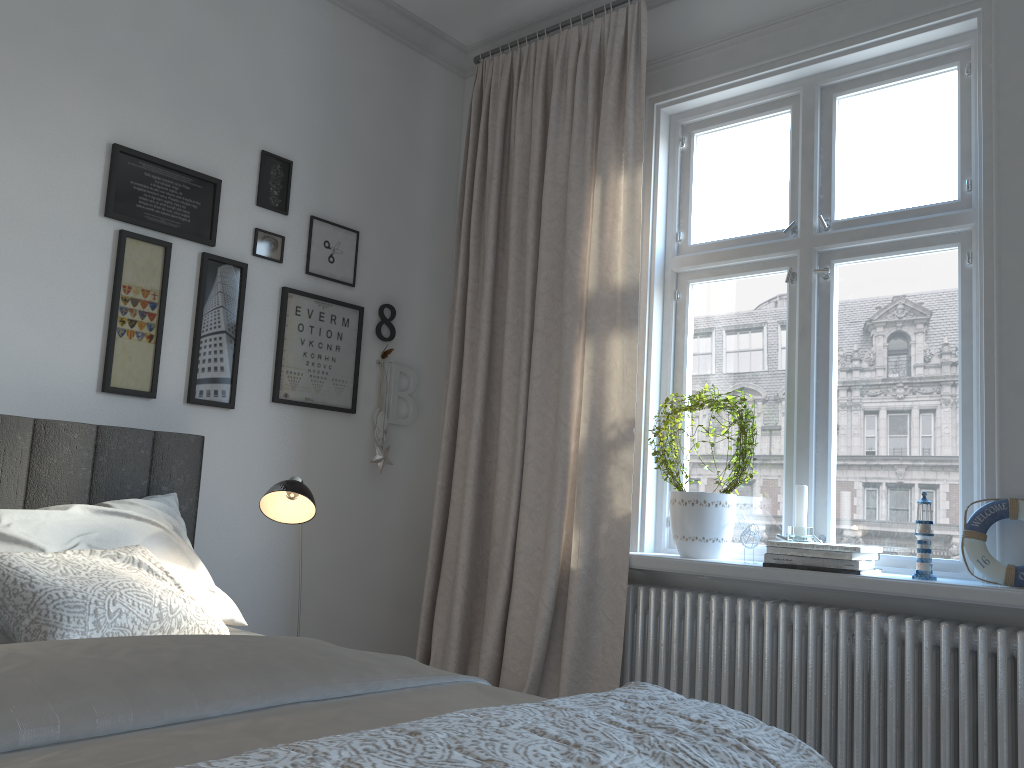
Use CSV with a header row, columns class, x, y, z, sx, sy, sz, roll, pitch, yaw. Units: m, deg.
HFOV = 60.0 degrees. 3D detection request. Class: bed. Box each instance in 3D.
class,x,y,z,sx,sy,sz,roll,pitch,yaw
bed,-0.775,0.515,1.419,2.177,1.044,1.891,-3,-10,41

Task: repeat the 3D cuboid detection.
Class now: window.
class,x,y,z,sx,sy,sz,roll,pitch,yaw
window,-0.434,-0.034,6.242,7.982,6.994,11.987,-3,-10,41

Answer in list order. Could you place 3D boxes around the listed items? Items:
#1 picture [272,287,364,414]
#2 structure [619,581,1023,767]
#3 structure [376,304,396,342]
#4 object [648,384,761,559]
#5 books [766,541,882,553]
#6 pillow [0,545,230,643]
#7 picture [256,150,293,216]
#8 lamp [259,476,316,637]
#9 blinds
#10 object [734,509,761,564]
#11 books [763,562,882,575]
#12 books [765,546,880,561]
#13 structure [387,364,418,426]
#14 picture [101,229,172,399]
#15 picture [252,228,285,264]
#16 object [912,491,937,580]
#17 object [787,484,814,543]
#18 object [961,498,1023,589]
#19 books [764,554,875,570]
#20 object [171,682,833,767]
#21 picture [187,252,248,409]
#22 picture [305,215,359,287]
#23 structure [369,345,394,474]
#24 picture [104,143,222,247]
class,x,y,z,sx,sy,sz,roll,pitch,yaw
picture,-0.708,-0.116,3.272,0.021,0.414,0.365,-3,-9,41
structure,0.790,0.914,2.613,1.506,0.546,0.195,-3,-10,41
structure,-0.498,-0.243,3.517,0.014,0.150,0.096,-3,-9,41
object,0.627,0.281,2.913,0.385,0.572,0.217,0,-7,22
books,0.905,0.472,2.573,0.269,0.015,0.203,-3,-10,38
pillow,-1.073,0.430,1.736,0.415,0.225,1.149,-2,-9,33
picture,-0.843,-0.714,3.153,0.011,0.201,0.128,-3,-9,41
lamp,-0.634,0.767,2.769,0.450,0.934,0.802,0,-8,23
blinds,0.043,-0.016,3.104,0.831,2.641,0.225,-3,-9,41
object,0.727,0.470,2.744,0.059,0.164,0.196,3,-7,1
books,0.897,0.531,2.561,0.272,0.013,0.220,-3,-10,37
books,0.901,0.491,2.574,0.254,0.022,0.208,-4,-10,42
structure,-0.437,0.048,3.577,0.024,0.238,0.146,-3,-9,41
picture,-1.161,-0.214,2.752,0.020,0.503,0.165,-3,-9,41
picture,-0.856,-0.487,3.125,0.010,0.098,0.119,-3,-9,41
object,1.105,0.405,2.377,0.060,0.234,0.059,4,-7,-7
object,0.859,0.383,2.635,0.074,0.173,0.075,4,-7,-4
object,1.273,0.402,2.252,0.236,0.227,0.079,0,-8,27
books,0.897,0.515,2.582,0.262,0.024,0.208,-2,-9,34
object,-0.141,0.436,0.866,0.405,0.104,1.463,-3,-10,41
picture,-0.980,-0.175,2.959,0.020,0.503,0.165,-3,-9,41
picture,-0.673,-0.497,3.338,0.010,0.220,0.225,-3,-9,41
structure,-0.507,0.096,3.454,0.078,0.513,0.134,-1,-8,29
picture,-1.107,-0.597,2.836,0.020,0.231,0.366,-3,-10,41
